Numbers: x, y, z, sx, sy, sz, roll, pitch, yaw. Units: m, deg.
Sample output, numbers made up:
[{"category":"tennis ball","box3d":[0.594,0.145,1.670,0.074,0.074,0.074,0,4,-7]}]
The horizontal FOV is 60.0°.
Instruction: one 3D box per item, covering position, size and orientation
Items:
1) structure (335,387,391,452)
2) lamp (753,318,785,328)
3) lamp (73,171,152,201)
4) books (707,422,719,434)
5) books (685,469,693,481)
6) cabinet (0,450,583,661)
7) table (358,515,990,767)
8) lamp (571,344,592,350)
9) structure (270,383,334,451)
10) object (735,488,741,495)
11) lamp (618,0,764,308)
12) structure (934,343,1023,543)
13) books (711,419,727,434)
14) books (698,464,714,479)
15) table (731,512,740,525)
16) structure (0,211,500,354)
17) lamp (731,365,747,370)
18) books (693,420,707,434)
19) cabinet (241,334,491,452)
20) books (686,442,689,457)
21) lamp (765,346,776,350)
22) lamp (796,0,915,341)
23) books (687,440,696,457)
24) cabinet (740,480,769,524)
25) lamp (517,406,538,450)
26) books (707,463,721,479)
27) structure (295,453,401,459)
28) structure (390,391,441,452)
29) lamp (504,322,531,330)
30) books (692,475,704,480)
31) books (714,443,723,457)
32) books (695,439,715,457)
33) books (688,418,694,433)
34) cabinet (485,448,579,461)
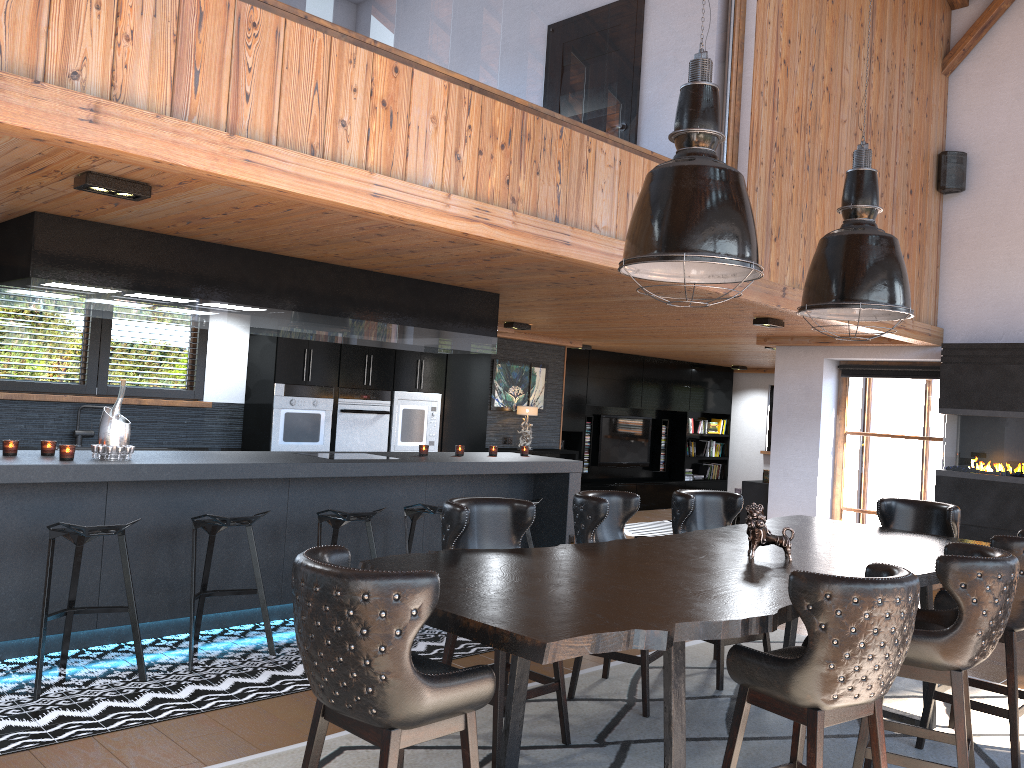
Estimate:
[{"category":"structure","box3d":[-1.406,0.385,8.480,0.601,0.673,0.088,5,-2,-44]},{"category":"lamp","box3d":[2.151,-0.519,7.422,0.264,0.068,0.153,5,-2,-45]},{"category":"lamp","box3d":[-1.652,-0.824,3.672,0.264,0.068,0.153,5,-2,-45]},{"category":"books","box3d":[3.396,0.757,15.293,0.299,0.197,0.257,5,-2,-42]},{"category":"books","box3d":[2.845,1.508,14.794,0.306,0.188,0.256,5,-2,-38]},{"category":"cabinet","box3d":[-1.475,1.042,5.973,4.855,1.104,0.878,5,-2,-45]},{"category":"table","box3d":[1.022,1.255,4.039,3.840,0.950,1.412,5,-2,-45]},{"category":"lamp","box3d":[0.941,-0.508,12.012,0.264,0.068,0.153,5,-2,-45]},{"category":"structure","box3d":[-2.005,0.342,8.136,0.606,0.673,0.377,5,-2,-45]},{"category":"object","box3d":[3.125,1.531,12.271,0.094,0.167,0.095,3,-2,17]},{"category":"lamp","box3d":[0.904,-2.678,3.898,0.621,4.687,0.621,4,-2,0]},{"category":"structure","box3d":[4.279,0.508,7.201,0.438,1.650,1.427,5,-2,-45]},{"category":"books","box3d":[3.601,0.743,15.462,0.213,0.261,0.210,5,-2,-45]},{"category":"books","box3d":[3.347,1.514,15.314,0.204,0.256,0.247,2,-2,44]},{"category":"table","box3d":[2.937,1.779,11.796,1.541,0.372,0.885,5,-2,-44]},{"category":"structure","box3d":[-1.517,-0.571,5.902,3.287,0.476,0.702,5,-2,-45]},{"category":"lamp","box3d":[3.806,-0.278,14.838,0.264,0.068,0.153,5,-2,-45]},{"category":"books","box3d":[3.168,0.725,15.113,0.287,0.232,0.180,5,-2,-42]},{"category":"cabinet","box3d":[-2.752,0.352,7.516,6.503,2.381,0.537,5,-2,-45]},{"category":"books","box3d":[2.815,1.074,14.759,0.239,0.270,0.207,5,-2,-45]},{"category":"lamp","box3d":[2.970,-0.421,9.949,0.264,0.068,0.153,5,-2,-45]},{"category":"lamp","box3d":[2.049,-2.586,5.027,0.621,4.687,0.621,4,-2,0]},{"category":"books","box3d":[2.969,1.083,14.911,0.239,0.270,0.207,5,-2,-45]},{"category":"cabinet","box3d":[2.899,1.294,9.632,0.966,0.468,0.354,5,-2,-45]},{"category":"lamp","box3d":[0.170,0.520,10.487,0.250,0.516,0.244,5,-2,-41]},{"category":"books","box3d":[3.497,1.523,15.463,0.255,0.261,0.210,5,-2,-45]},{"category":"structure","box3d":[-1.161,0.523,6.320,0.617,0.017,0.498,5,-1,-45]},{"category":"structure","box3d":[-0.964,0.422,8.932,0.600,0.672,0.039,5,-2,-44]},{"category":"lamp","box3d":[0.058,-0.613,9.296,0.264,0.068,0.153,5,-2,-45]},{"category":"books","box3d":[3.092,1.585,15.051,0.269,0.073,0.207,5,-2,-41]},{"category":"books","box3d":[3.515,1.146,15.450,0.187,0.238,0.293,2,-2,44]},{"category":"books","box3d":[3.293,1.096,15.212,0.349,0.296,0.219,5,-2,-45]},{"category":"books","box3d":[2.871,0.680,14.736,0.243,0.270,0.205,5,-2,-45]},{"category":"cabinet","box3d":[0.055,1.273,10.392,1.644,1.010,0.424,5,-2,-45]}]
